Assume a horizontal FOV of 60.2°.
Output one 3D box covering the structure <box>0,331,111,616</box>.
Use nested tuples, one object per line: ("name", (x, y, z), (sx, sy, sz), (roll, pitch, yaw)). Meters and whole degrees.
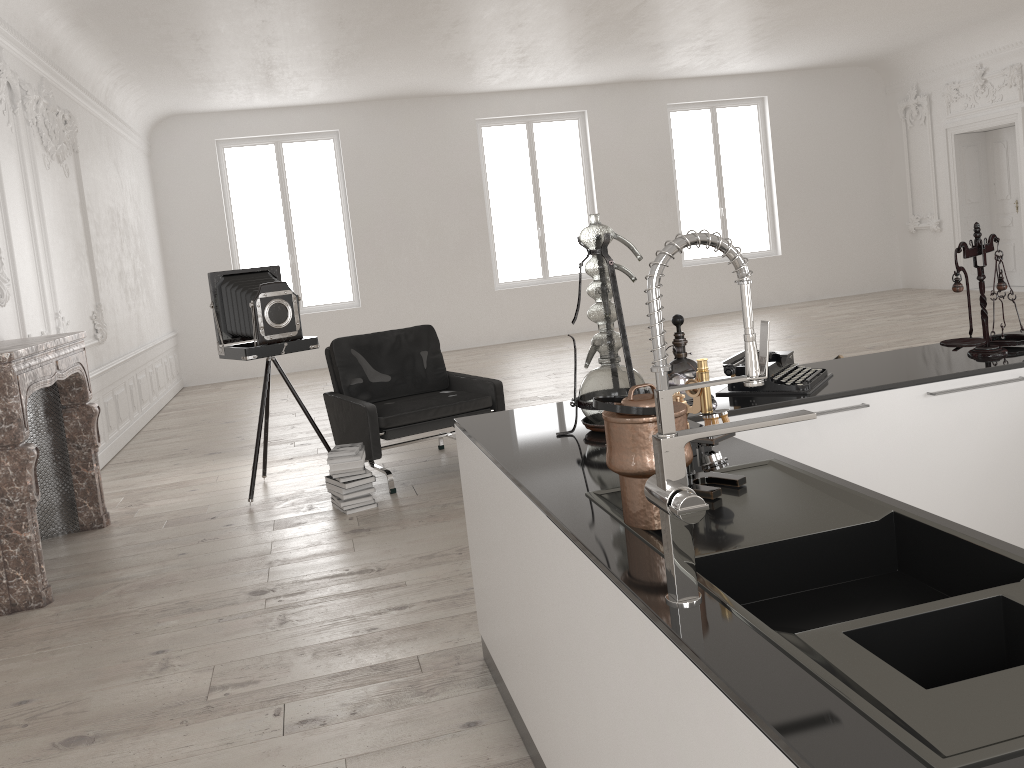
("structure", (-2.758, 0.413, 4.864), (0.661, 1.238, 1.554), (-8, 7, -12))

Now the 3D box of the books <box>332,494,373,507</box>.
("books", (-0.981, 0.688, 5.408), (0.199, 0.025, 0.281), (-10, 9, -22))

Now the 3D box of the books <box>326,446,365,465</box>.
("books", (-1.009, 0.431, 5.383), (0.205, 0.026, 0.292), (-7, 9, -5))

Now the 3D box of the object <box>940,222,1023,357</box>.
("object", (1.714, -0.345, 3.210), (0.517, 0.487, 0.168), (-12, 7, -40))

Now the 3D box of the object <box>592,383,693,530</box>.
("object", (0.275, 0.138, 1.795), (0.186, 0.278, 0.210), (-3, 7, 28))

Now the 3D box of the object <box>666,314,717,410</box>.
("object", (0.539, -0.072, 2.849), (0.204, 0.310, 0.223), (-8, 6, -14))

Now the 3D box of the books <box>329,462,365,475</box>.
("books", (-1.003, 0.496, 5.393), (0.199, 0.025, 0.282), (-7, 9, -7))

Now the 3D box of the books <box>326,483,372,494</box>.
("books", (-0.999, 0.613, 5.411), (0.195, 0.030, 0.253), (-12, 10, -33))

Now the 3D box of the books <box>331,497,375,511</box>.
("books", (-0.976, 0.712, 5.413), (0.200, 0.025, 0.275), (-11, 10, -26))

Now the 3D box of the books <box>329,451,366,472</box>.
("books", (-0.998, 0.464, 5.377), (0.199, 0.041, 0.313), (-7, 9, -6))

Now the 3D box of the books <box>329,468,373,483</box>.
("books", (-0.988, 0.546, 5.400), (0.200, 0.025, 0.278), (-10, 10, -24))

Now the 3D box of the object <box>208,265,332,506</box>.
("object", (-1.667, -0.039, 6.045), (0.716, 1.512, 0.655), (-10, 6, -38))

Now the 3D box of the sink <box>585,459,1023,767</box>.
("sink", (0.544, 0.357, 1.528), (0.486, 0.139, 1.173), (-8, 9, -12))

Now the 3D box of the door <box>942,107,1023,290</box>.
("door", (7.344, -2.708, 13.193), (0.656, 2.575, 1.570), (-7, 6, -12))

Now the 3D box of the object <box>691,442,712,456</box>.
("object", (0.424, 0.138, 2.444), (0.124, 0.045, 0.377), (-10, 9, -23))

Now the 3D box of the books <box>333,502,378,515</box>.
("books", (-0.966, 0.738, 5.415), (0.200, 0.025, 0.278), (-11, 10, -29))

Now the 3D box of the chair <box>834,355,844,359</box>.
("chair", (1.241, 0.293, 4.245), (0.780, 0.765, 0.636), (-2, 7, 32))

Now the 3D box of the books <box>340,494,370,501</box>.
("books", (-0.988, 0.662, 5.426), (0.173, 0.022, 0.243), (-10, 10, -24))

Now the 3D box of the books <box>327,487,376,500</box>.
("books", (-0.985, 0.645, 5.402), (0.206, 0.026, 0.290), (-12, 10, -30))

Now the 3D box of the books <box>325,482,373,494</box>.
("books", (-0.999, 0.613, 5.411), (0.200, 0.034, 0.259), (-12, 10, -33))

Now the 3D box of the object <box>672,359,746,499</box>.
("object", (0.411, 0.088, 1.974), (0.133, 0.289, 0.169), (-11, 7, -42))

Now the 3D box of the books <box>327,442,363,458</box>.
("books", (-1.017, 0.404, 5.404), (0.172, 0.022, 0.245), (-6, 9, 2))

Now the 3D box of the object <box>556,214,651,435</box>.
("object", (0.299, -0.195, 2.700), (0.318, 0.646, 0.296), (-3, 6, 31))

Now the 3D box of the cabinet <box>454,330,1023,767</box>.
("cabinet", (1.434, 0.517, 2.290), (2.712, 0.876, 2.477), (-8, 9, -13))

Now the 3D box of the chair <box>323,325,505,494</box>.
("chair", (-0.720, 0.116, 6.169), (0.979, 0.956, 1.090), (-10, 8, -28))

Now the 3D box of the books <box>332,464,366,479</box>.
("books", (-0.998, 0.520, 5.398), (0.199, 0.025, 0.276), (-8, 9, -11))

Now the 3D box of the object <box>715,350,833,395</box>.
("object", (0.916, -0.051, 3.093), (0.316, 0.110, 0.387), (-1, 10, 32))

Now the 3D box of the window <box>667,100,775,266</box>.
("window", (3.447, -3.316, 14.523), (1.729, 2.563, 0.071), (-8, 5, -13))

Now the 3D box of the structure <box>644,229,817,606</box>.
("structure", (0.349, 0.041, 1.400), (0.280, 0.578, 0.131), (-8, 5, -13))

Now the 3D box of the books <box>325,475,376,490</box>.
("books", (-0.988, 0.579, 5.390), (0.200, 0.034, 0.300), (-12, 11, -35))

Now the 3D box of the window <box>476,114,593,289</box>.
("window", (0.424, -2.866, 13.821), (1.729, 2.563, 0.071), (-8, 5, -13))

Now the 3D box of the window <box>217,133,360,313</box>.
("window", (-3.257, -2.318, 12.966), (1.729, 2.563, 0.071), (-8, 5, -13))
